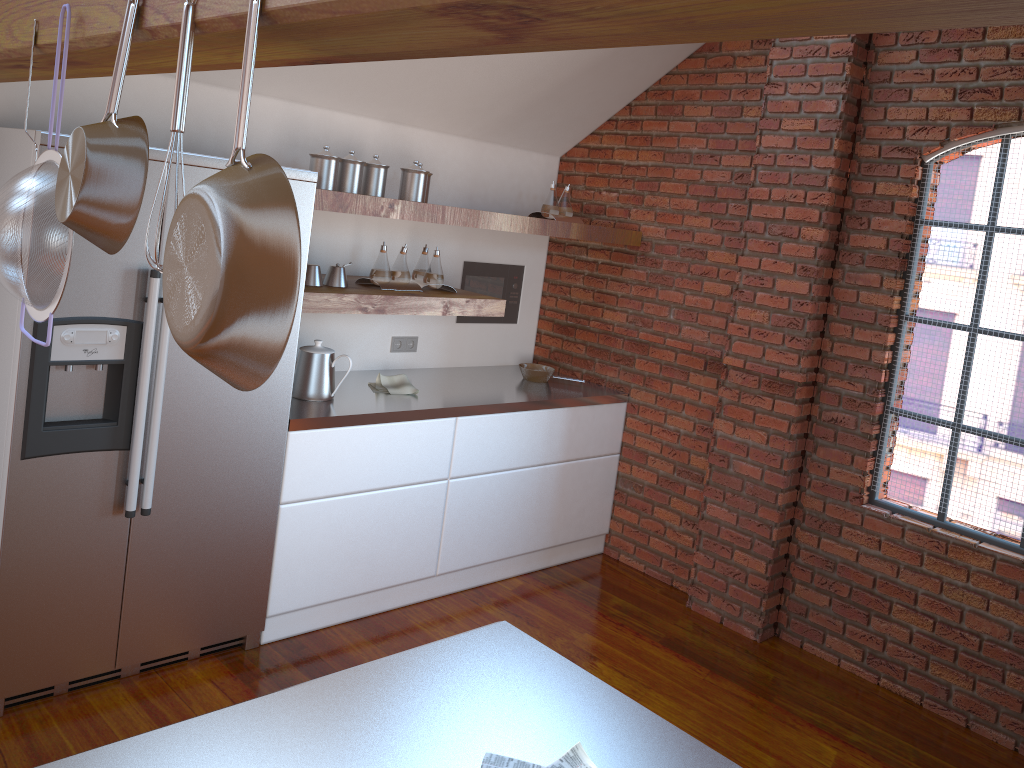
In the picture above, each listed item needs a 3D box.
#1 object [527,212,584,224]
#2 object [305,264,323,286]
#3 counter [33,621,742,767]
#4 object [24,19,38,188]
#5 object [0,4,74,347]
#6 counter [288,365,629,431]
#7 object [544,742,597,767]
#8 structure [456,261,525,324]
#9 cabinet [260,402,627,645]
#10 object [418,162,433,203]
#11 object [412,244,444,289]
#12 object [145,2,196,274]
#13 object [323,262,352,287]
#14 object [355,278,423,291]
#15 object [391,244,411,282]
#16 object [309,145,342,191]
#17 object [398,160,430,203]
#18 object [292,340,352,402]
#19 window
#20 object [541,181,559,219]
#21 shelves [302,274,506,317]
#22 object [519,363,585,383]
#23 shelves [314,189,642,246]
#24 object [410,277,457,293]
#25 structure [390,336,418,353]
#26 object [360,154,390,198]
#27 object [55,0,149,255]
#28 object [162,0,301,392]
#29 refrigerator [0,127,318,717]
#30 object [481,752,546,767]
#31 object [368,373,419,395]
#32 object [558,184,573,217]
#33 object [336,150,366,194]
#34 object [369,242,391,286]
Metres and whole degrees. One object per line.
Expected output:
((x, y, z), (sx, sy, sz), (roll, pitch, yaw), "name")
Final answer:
((0.226, -0.852, 4.499), (0.223, 0.032, 0.198), (-3, 15, -45), "object")
((-0.808, -0.441, 3.538), (0.106, 0.081, 0.108), (5, 9, -16), "object")
((0.679, 0.917, 0.308), (1.023, 0.129, 3.193), (-3, 15, -43), "counter")
((-0.830, -0.486, 1.529), (0.023, 0.286, 0.060), (5, 5, -30), "object")
((-0.749, -0.324, 1.345), (0.084, 0.524, 0.276), (4, 7, -44), "object")
((-0.346, 0.030, 4.154), (1.981, 0.044, 0.726), (-3, 15, -44), "counter")
((0.073, 0.581, 1.177), (0.232, 0.049, 0.167), (-3, 15, -44), "object")
((-0.112, -0.493, 4.801), (0.456, 0.331, 0.013), (-1, 9, -44), "structure")
((-0.404, 0.454, 4.183), (1.981, 0.809, 0.722), (-2, 12, -44), "cabinet")
((-0.424, -0.906, 3.951), (0.130, 0.176, 0.127), (13, 8, 40), "object")
((-0.378, -0.536, 4.013), (0.093, 0.191, 0.205), (4, 8, -35), "object")
((-0.410, -0.299, 1.075), (0.046, 0.329, 0.045), (6, 4, -20), "object")
((-0.722, -0.455, 3.620), (0.106, 0.099, 0.107), (7, 8, -3), "object")
((-0.534, -0.438, 3.832), (0.223, 0.032, 0.198), (-3, 15, -45), "object")
((-0.486, -0.522, 3.867), (0.093, 0.190, 0.094), (8, 5, -1), "object")
((-0.749, -0.863, 3.504), (0.130, 0.176, 0.127), (13, 8, 40), "object")
((-0.420, -0.868, 3.757), (0.130, 0.176, 0.127), (13, 8, 40), "object")
((-0.813, -0.064, 3.598), (0.301, 0.236, 0.183), (6, 7, -13), "object")
((5.916, 0.726, 2.501), (17.643, 9.818, 3.626), (14, 8, 35), "window")
((0.200, -0.932, 4.455), (0.092, 0.189, 0.095), (4, 6, -32), "object")
((-0.636, -0.394, 3.824), (1.064, 0.075, 0.665), (-3, 15, -44), "shelves")
((0.194, -0.038, 4.581), (0.351, 0.073, 0.195), (13, 11, 26), "object")
((-0.260, -0.788, 4.116), (1.975, 0.075, 0.665), (-3, 15, -44), "shelves")
((-0.389, -0.455, 4.018), (0.194, 0.032, 0.227), (0, 13, -35), "object")
((-0.548, -0.201, 4.434), (0.160, 0.079, 0.033), (-2, 10, -44), "structure")
((-0.586, -0.885, 3.728), (0.130, 0.176, 0.127), (13, 8, 40), "object")
((-0.554, -0.355, 1.190), (0.085, 0.356, 0.197), (4, 7, -40), "object")
((-0.309, -0.212, 0.954), (0.069, 0.440, 0.269), (4, 7, -40), "object")
((-1.358, 0.053, 3.115), (0.909, 1.757, 0.792), (2, 7, -45), "refrigerator")
((0.057, 0.587, 1.211), (0.232, 0.026, 0.166), (10, 11, 10), "object")
((-0.531, -0.005, 3.929), (0.203, 0.061, 0.199), (3, 11, -22), "object")
((0.275, -0.936, 4.533), (0.093, 0.190, 0.094), (8, 5, -1), "object")
((-0.669, -0.874, 3.614), (0.130, 0.176, 0.127), (13, 8, 40), "object")
((-0.560, -0.518, 3.788), (0.092, 0.189, 0.095), (4, 6, -32), "object")
